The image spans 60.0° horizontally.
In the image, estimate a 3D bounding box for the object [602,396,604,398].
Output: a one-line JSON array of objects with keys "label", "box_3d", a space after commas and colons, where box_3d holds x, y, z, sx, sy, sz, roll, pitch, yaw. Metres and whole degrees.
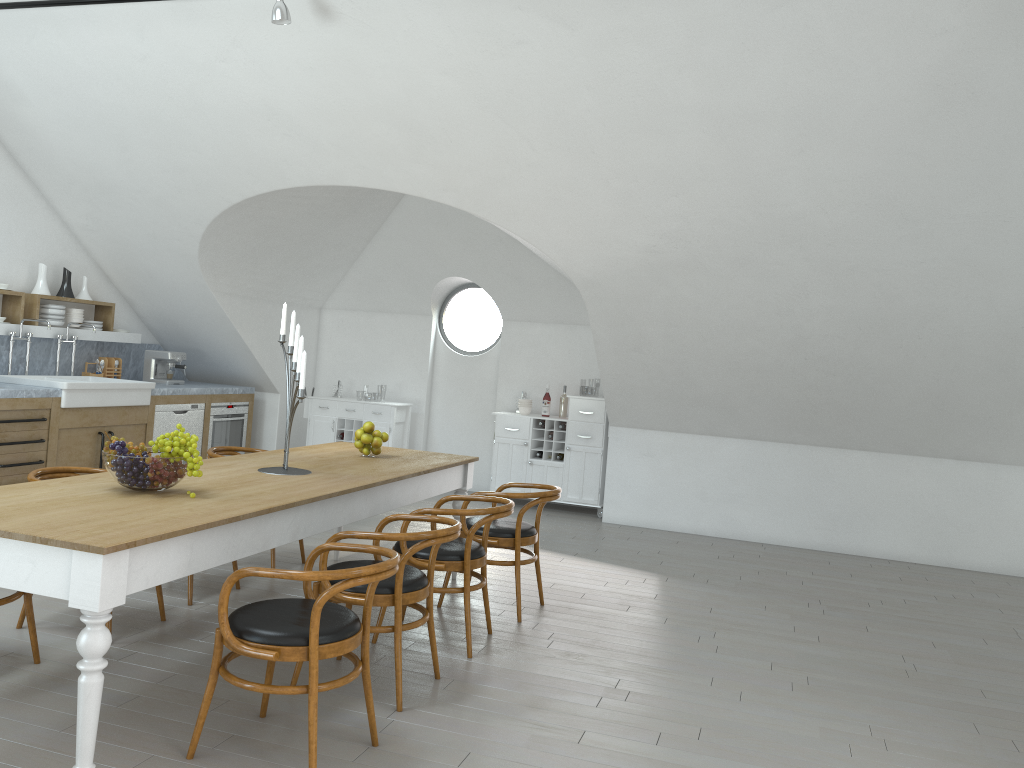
[{"label": "object", "box_3d": [0.920, 0.067, 8.829, 0.046, 0.143, 0.046, 4, 0, 28]}]

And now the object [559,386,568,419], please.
[{"label": "object", "box_3d": [0.524, 0.181, 8.940, 0.085, 0.331, 0.085, 5, 0, -24]}]

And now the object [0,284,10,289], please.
[{"label": "object", "box_3d": [-4.130, -0.787, 7.187, 0.098, 0.048, 0.098, 5, 1, 15]}]

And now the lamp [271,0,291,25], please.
[{"label": "lamp", "box_3d": [-1.332, -2.177, 5.142, 0.112, 0.175, 0.114, 4, 0, -20]}]

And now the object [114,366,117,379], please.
[{"label": "object", "box_3d": [-3.739, -0.127, 8.369, 0.020, 0.196, 0.018, 4, 0, 39]}]

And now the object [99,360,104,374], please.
[{"label": "object", "box_3d": [-3.774, -0.128, 8.148, 0.040, 0.192, 0.042, 5, 0, -36]}]

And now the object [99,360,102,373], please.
[{"label": "object", "box_3d": [-3.792, -0.126, 8.153, 0.023, 0.196, 0.018, 4, 0, 12]}]

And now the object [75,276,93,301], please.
[{"label": "object", "box_3d": [-3.869, -0.868, 8.025, 0.156, 0.218, 0.156, 4, 0, -2]}]

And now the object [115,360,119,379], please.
[{"label": "object", "box_3d": [-3.740, -0.128, 8.380, 0.019, 0.196, 0.022, 4, 0, 18]}]

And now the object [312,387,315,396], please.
[{"label": "object", "box_3d": [-2.146, 0.168, 9.490, 0.088, 0.269, 0.029, 4, 0, 44]}]

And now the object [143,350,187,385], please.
[{"label": "object", "box_3d": [-3.340, -0.157, 8.676, 0.387, 0.320, 0.324, 5, 1, 17]}]

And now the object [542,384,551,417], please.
[{"label": "object", "box_3d": [0.354, 0.167, 8.999, 0.081, 0.330, 0.081, 4, 0, 13]}]

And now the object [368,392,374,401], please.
[{"label": "object", "box_3d": [-1.487, 0.139, 9.432, 0.094, 0.093, 0.093, 5, 1, 5]}]

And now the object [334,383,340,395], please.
[{"label": "object", "box_3d": [-1.897, 0.062, 9.679, 0.097, 0.137, 0.029, 5, 0, 20]}]

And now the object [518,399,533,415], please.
[{"label": "object", "box_3d": [0.132, 0.234, 9.039, 0.157, 0.160, 0.154, 4, 1, -45]}]

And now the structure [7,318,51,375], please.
[{"label": "structure", "box_3d": [-3.895, -0.265, 7.213, 0.332, 0.530, 0.214, 4, 0, -2]}]

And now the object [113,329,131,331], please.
[{"label": "object", "box_3d": [-3.751, -0.507, 8.453, 0.213, 0.025, 0.213, 5, 1, 5]}]

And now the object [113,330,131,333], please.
[{"label": "object", "box_3d": [-3.751, -0.499, 8.452, 0.213, 0.025, 0.213, 5, 1, 5]}]

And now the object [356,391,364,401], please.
[{"label": "object", "box_3d": [-1.603, 0.126, 9.334, 0.082, 0.105, 0.081, 5, 0, 30]}]

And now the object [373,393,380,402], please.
[{"label": "object", "box_3d": [-1.436, 0.142, 9.356, 0.071, 0.098, 0.071, 5, 0, 40]}]

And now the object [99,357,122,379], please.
[{"label": "object", "box_3d": [-3.780, -0.140, 8.332, 0.104, 0.223, 0.200, 5, 0, 17]}]

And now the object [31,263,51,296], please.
[{"label": "object", "box_3d": [-4.005, -0.892, 7.558, 0.156, 0.268, 0.156, 5, 0, 6]}]

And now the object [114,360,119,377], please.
[{"label": "object", "box_3d": [-3.734, -0.130, 8.353, 0.040, 0.192, 0.042, 5, 0, -23]}]

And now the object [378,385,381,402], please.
[{"label": "object", "box_3d": [-1.408, 0.102, 9.421, 0.054, 0.179, 0.054, 5, 0, -6]}]

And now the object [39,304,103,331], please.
[{"label": "object", "box_3d": [-3.909, -0.587, 7.881, 0.198, 0.196, 0.656, 5, 1, 17]}]

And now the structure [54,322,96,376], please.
[{"label": "structure", "box_3d": [-3.751, -0.266, 7.680, 0.332, 0.530, 0.214, 4, 0, -2]}]

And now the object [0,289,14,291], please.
[{"label": "object", "box_3d": [-4.132, -0.763, 7.187, 0.164, 0.012, 0.163, 5, 2, 35]}]

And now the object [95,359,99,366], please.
[{"label": "object", "box_3d": [-3.821, -0.132, 8.163, 0.040, 0.192, 0.042, 5, 0, -35]}]

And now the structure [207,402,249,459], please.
[{"label": "structure", "box_3d": [-3.109, 0.474, 8.929, 0.631, 0.636, 0.632, 5, 1, 17]}]

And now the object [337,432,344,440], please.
[{"label": "object", "box_3d": [-1.763, 0.550, 9.366, 0.082, 0.085, 0.317, 5, 1, 18]}]

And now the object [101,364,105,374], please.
[{"label": "object", "box_3d": [-3.778, -0.116, 8.162, 0.044, 0.179, 0.019, 4, 0, 2]}]

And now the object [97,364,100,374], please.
[{"label": "object", "box_3d": [-3.794, -0.116, 8.127, 0.019, 0.179, 0.044, 5, 0, -18]}]

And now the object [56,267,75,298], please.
[{"label": "object", "box_3d": [-3.924, -0.892, 7.808, 0.156, 0.268, 0.156, 5, 0, 21]}]

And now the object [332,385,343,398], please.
[{"label": "object", "box_3d": [-1.902, 0.082, 9.672, 0.101, 0.138, 0.067, 5, 0, 17]}]

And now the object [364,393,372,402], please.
[{"label": "object", "box_3d": [-1.519, 0.143, 9.345, 0.077, 0.085, 0.077, 5, 0, 5]}]

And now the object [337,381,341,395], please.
[{"label": "object", "box_3d": [-1.881, 0.050, 9.656, 0.039, 0.164, 0.024, 4, 0, 30]}]

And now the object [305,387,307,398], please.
[{"label": "object", "box_3d": [-2.198, 0.164, 9.506, 0.088, 0.269, 0.029, 5, 0, -10]}]

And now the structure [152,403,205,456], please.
[{"label": "structure", "box_3d": [-3.342, 0.569, 8.208, 0.599, 0.823, 0.723, 5, 0, 17]}]

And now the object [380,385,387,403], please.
[{"label": "object", "box_3d": [-1.363, 0.103, 9.375, 0.063, 0.187, 0.063, 4, 0, 2]}]

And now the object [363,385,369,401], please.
[{"label": "object", "box_3d": [-1.553, 0.097, 9.400, 0.048, 0.169, 0.048, 4, 0, 5]}]

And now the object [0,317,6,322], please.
[{"label": "object", "box_3d": [-4.154, -0.519, 7.179, 0.098, 0.048, 0.098, 5, 1, 15]}]

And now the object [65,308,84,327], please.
[{"label": "object", "box_3d": [-3.886, -0.587, 7.875, 0.157, 0.160, 0.154, 4, 1, -45]}]

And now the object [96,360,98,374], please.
[{"label": "object", "box_3d": [-3.809, -0.127, 8.138, 0.019, 0.196, 0.022, 4, 0, 5]}]

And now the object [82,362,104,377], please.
[{"label": "object", "box_3d": [-3.837, -0.114, 8.116, 0.100, 0.171, 0.173, 5, 1, 19]}]

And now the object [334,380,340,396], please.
[{"label": "object", "box_3d": [-1.907, 0.046, 9.680, 0.039, 0.175, 0.054, 4, 0, 17]}]
